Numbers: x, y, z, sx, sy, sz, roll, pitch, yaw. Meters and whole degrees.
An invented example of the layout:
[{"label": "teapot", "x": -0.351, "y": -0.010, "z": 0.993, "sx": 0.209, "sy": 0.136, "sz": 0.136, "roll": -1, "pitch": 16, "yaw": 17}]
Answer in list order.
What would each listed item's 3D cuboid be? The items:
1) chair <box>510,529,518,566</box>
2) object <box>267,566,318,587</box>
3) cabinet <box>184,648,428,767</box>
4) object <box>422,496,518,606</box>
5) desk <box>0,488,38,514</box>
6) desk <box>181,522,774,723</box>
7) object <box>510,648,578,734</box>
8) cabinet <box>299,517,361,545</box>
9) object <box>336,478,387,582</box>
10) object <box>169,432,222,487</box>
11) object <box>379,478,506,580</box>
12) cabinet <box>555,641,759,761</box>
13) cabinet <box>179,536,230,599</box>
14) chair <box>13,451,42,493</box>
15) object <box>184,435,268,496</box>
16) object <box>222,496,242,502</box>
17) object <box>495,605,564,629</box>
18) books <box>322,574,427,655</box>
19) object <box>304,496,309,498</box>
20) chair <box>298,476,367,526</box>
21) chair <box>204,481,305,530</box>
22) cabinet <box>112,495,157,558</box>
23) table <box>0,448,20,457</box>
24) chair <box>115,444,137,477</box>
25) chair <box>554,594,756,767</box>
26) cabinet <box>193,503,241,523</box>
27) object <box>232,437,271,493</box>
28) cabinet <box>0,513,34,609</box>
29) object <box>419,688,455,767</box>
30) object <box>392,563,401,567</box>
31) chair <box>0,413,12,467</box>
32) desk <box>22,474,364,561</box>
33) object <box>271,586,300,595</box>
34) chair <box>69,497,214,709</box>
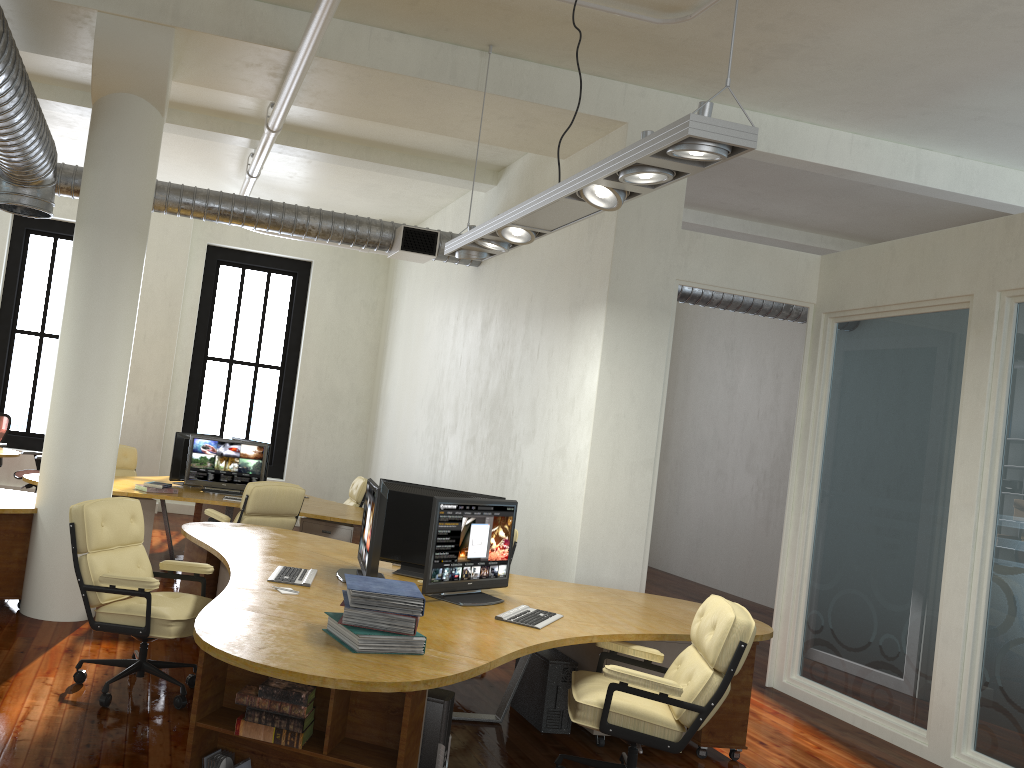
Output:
[{"label": "chair", "x": -0.466, "y": 1.504, "z": 6.657, "sx": 0.789, "sy": 1.020, "sz": 0.705, "roll": 4, "pitch": -4, "yaw": 43}, {"label": "object", "x": -1.198, "y": 1.047, "z": 4.863, "sx": 0.229, "sy": 0.016, "sz": 0.477, "roll": 8, "pitch": -4, "yaw": -5}, {"label": "cabinet", "x": -0.777, "y": 1.423, "z": 3.743, "sx": 0.933, "sy": 0.708, "sz": 0.845, "roll": 6, "pitch": -3, "yaw": 13}, {"label": "object", "x": -0.214, "y": 0.905, "z": 4.872, "sx": 0.320, "sy": 0.551, "sz": 0.731, "roll": 5, "pitch": -4, "yaw": 37}, {"label": "desk", "x": -5.428, "y": 0.937, "z": 5.816, "sx": 3.770, "sy": 0.733, "sz": 3.608, "roll": 6, "pitch": -4, "yaw": 21}, {"label": "desk", "x": -0.885, "y": 1.502, "z": 5.384, "sx": 3.856, "sy": 0.733, "sz": 3.512, "roll": 4, "pitch": -5, "yaw": 44}, {"label": "object", "x": 0.182, "y": 1.806, "z": 5.330, "sx": 0.171, "sy": 0.410, "sz": 0.505, "roll": 8, "pitch": -3, "yaw": -21}, {"label": "cabinet", "x": -1.570, "y": 1.656, "z": 8.687, "sx": 0.950, "sy": 0.708, "sz": 0.829, "roll": 6, "pitch": -3, "yaw": 18}, {"label": "object", "x": -0.831, "y": 0.840, "z": 5.092, "sx": 0.285, "sy": 0.551, "sz": 0.825, "roll": 8, "pitch": -3, "yaw": -11}, {"label": "object", "x": -3.387, "y": 0.805, "z": 9.496, "sx": 0.313, "sy": 0.551, "sz": 0.749, "roll": 6, "pitch": -4, "yaw": 20}, {"label": "object", "x": -0.466, "y": 0.911, "z": 5.446, "sx": 0.864, "sy": 0.552, "sz": 0.271, "roll": 6, "pitch": -3, "yaw": 21}, {"label": "cabinet", "x": 0.772, "y": 1.734, "z": 5.346, "sx": 0.849, "sy": 0.708, "sz": 0.929, "roll": 8, "pitch": -3, "yaw": -17}, {"label": "cabinet", "x": -1.717, "y": 1.466, "z": 6.183, "sx": 0.979, "sy": 0.708, "sz": 0.800, "roll": 4, "pitch": -4, "yaw": 43}, {"label": "chair", "x": -7.709, "y": 0.584, "z": 8.041, "sx": 1.042, "sy": 1.156, "sz": 7.165, "roll": 5, "pitch": -5, "yaw": 41}, {"label": "object", "x": -2.903, "y": 0.836, "z": 9.017, "sx": 0.762, "sy": 0.551, "sz": 0.308, "roll": 8, "pitch": -3, "yaw": -18}, {"label": "object", "x": -2.534, "y": 1.121, "z": 8.516, "sx": 0.471, "sy": 0.016, "sz": 0.231, "roll": 8, "pitch": -4, "yaw": -3}, {"label": "object", "x": 0.095, "y": 1.196, "z": 4.566, "sx": 0.247, "sy": 0.016, "sz": 0.441, "roll": 6, "pitch": -4, "yaw": 21}, {"label": "books", "x": -0.561, "y": 0.942, "z": 3.638, "sx": 0.411, "sy": 0.226, "sz": 0.465, "roll": 8, "pitch": -4, "yaw": -6}, {"label": "object", "x": -2.470, "y": 1.222, "z": 9.872, "sx": 0.209, "sy": 0.016, "sz": 0.520, "roll": 10, "pitch": -5, "yaw": -38}, {"label": "chair", "x": -2.063, "y": 1.532, "z": 10.134, "sx": 0.757, "sy": 1.020, "sz": 0.741, "roll": 8, "pitch": -3, "yaw": -12}, {"label": "chair", "x": -2.365, "y": 1.345, "z": 7.978, "sx": 0.859, "sy": 1.020, "sz": 0.647, "roll": 4, "pitch": -4, "yaw": 43}, {"label": "cabinet", "x": -3.974, "y": 1.326, "z": 8.459, "sx": 0.805, "sy": 0.708, "sz": 0.972, "roll": 10, "pitch": -4, "yaw": -42}, {"label": "table", "x": -6.581, "y": 1.098, "z": 10.377, "sx": 1.543, "sy": 0.744, "sz": 1.425, "roll": 7, "pitch": -4, "yaw": 9}, {"label": "chair", "x": -4.467, "y": 1.209, "z": 10.015, "sx": 0.649, "sy": 1.020, "sz": 0.857, "roll": 10, "pitch": -4, "yaw": -42}, {"label": "chair", "x": 0.645, "y": 1.482, "z": 4.212, "sx": 0.810, "sy": 1.020, "sz": 0.692, "roll": 7, "pitch": -3, "yaw": 9}, {"label": "cabinet", "x": -3.407, "y": 1.553, "z": 10.711, "sx": 0.859, "sy": 0.708, "sz": 0.919, "roll": 8, "pitch": -3, "yaw": -12}, {"label": "object", "x": -2.850, "y": 0.881, "z": 9.582, "sx": 0.264, "sy": 0.551, "sz": 0.888, "roll": 10, "pitch": -4, "yaw": -43}, {"label": "cabinet", "x": -4.012, "y": 1.182, "z": 6.412, "sx": 0.807, "sy": 0.708, "sz": 0.971, "roll": 10, "pitch": -4, "yaw": -39}, {"label": "object", "x": -0.535, "y": 1.636, "z": 4.200, "sx": 0.507, "sy": 0.411, "sz": 0.170, "roll": 6, "pitch": -3, "yaw": 17}, {"label": "object", "x": -0.520, "y": 1.196, "z": 5.759, "sx": 0.502, "sy": 0.016, "sz": 0.217, "roll": 6, "pitch": -4, "yaw": 16}, {"label": "chair", "x": -6.783, "y": 0.931, "z": 11.350, "sx": 0.712, "sy": 1.156, "sz": 0.776, "roll": 7, "pitch": -3, "yaw": -8}, {"label": "desk", "x": -3.102, "y": 1.504, "z": 9.673, "sx": 3.784, "sy": 0.733, "sz": 3.611, "roll": 8, "pitch": -4, "yaw": -11}, {"label": "object", "x": -1.131, "y": 1.027, "z": 4.424, "sx": 0.102, "sy": 0.015, "sz": 0.145, "roll": 10, "pitch": -4, "yaw": -29}, {"label": "chair", "x": -2.036, "y": 1.179, "z": 4.906, "sx": 0.822, "sy": 1.020, "sz": 0.681, "roll": 6, "pitch": -3, "yaw": 14}]
